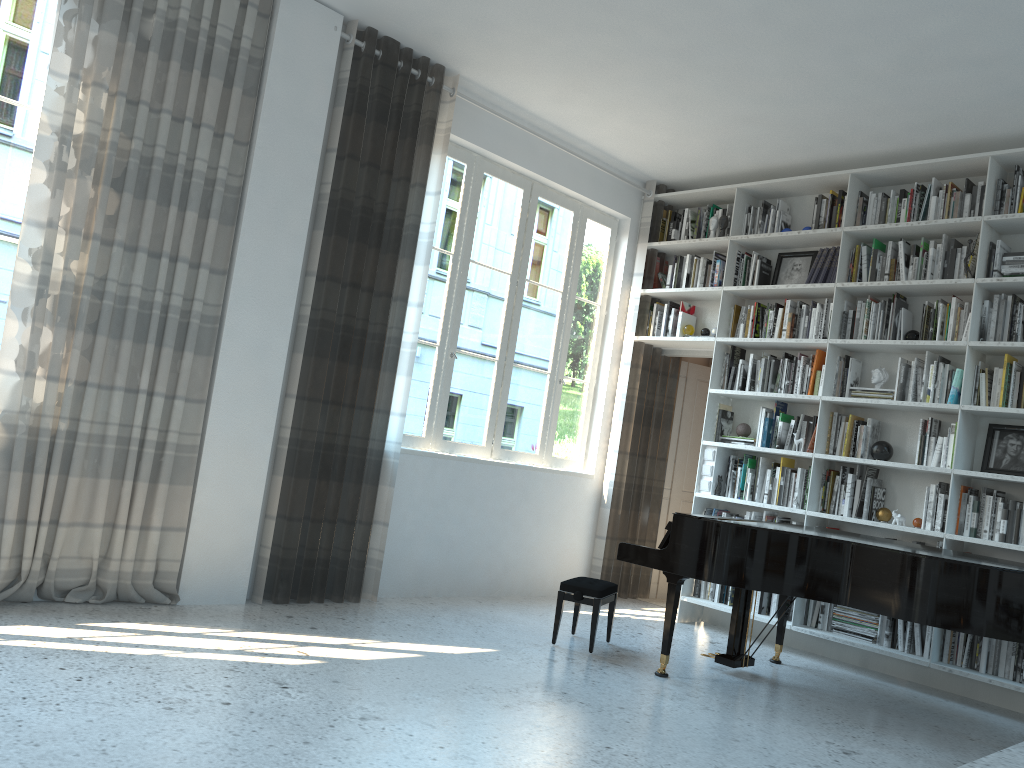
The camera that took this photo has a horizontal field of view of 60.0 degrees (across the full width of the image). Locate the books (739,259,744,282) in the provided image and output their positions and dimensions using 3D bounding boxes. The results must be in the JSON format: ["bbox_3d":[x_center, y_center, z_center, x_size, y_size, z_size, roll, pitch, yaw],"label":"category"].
[{"bbox_3d":[1.698,-0.769,6.395,0.184,0.228,0.009,12,-5,-44],"label":"books"}]

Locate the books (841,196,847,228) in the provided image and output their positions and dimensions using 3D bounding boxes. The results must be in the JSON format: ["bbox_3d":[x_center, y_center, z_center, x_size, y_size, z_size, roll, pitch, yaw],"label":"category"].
[{"bbox_3d":[2.259,-1.106,5.911,0.178,0.254,0.031,12,-5,-44],"label":"books"}]

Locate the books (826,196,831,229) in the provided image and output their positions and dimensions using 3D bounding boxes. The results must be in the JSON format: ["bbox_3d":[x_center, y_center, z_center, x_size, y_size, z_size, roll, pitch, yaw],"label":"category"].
[{"bbox_3d":[2.174,-1.117,5.992,0.157,0.263,0.010,12,-5,-44],"label":"books"}]

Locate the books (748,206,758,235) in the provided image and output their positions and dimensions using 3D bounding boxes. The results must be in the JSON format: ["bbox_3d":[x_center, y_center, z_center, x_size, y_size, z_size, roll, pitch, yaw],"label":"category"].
[{"bbox_3d":[1.770,-1.139,6.418,0.180,0.249,0.012,12,-5,-44],"label":"books"}]

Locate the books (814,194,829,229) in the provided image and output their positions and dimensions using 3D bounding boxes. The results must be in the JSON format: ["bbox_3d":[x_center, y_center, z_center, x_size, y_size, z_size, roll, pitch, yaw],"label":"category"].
[{"bbox_3d":[2.127,-1.128,6.046,0.188,0.279,0.024,12,-5,-44],"label":"books"}]

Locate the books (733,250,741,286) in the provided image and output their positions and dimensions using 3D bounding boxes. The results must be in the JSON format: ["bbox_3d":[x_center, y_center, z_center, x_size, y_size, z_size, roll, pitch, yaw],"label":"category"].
[{"bbox_3d":[1.666,-0.803,6.435,0.184,0.292,0.005,12,-5,-44],"label":"books"}]

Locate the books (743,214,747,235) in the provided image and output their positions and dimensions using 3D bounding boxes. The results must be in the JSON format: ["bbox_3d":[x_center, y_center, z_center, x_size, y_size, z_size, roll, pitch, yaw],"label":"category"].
[{"bbox_3d":[1.731,-1.119,6.457,0.142,0.204,0.017,12,-5,-44],"label":"books"}]

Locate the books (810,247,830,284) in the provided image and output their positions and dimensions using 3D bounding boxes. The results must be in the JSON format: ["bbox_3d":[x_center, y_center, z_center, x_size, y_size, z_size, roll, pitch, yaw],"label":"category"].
[{"bbox_3d":[2.108,-0.761,5.985,0.174,0.279,0.110,12,-5,-44],"label":"books"}]

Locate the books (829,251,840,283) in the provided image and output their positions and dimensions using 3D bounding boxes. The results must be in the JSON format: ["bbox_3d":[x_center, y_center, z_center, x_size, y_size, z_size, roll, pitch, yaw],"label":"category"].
[{"bbox_3d":[2.200,-0.758,5.923,0.174,0.285,0.078,12,-5,-44],"label":"books"}]

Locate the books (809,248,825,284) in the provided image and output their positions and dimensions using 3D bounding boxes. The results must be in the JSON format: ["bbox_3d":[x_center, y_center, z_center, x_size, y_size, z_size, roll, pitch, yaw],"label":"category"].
[{"bbox_3d":[2.105,-0.759,6.014,0.174,0.279,0.110,12,-5,-44],"label":"books"}]

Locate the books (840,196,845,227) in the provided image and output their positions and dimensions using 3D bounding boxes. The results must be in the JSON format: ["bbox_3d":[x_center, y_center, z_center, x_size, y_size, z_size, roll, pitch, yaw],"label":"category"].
[{"bbox_3d":[2.250,-1.108,5.939,0.152,0.260,0.022,12,-5,-44],"label":"books"}]

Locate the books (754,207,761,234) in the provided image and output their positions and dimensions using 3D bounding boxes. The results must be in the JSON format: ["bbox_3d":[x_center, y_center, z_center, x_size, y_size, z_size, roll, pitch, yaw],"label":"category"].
[{"bbox_3d":[1.802,-1.133,6.388,0.156,0.243,0.016,12,-5,-44],"label":"books"}]

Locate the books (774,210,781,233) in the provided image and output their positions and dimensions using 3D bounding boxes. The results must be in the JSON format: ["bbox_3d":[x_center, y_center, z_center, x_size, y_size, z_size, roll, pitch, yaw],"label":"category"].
[{"bbox_3d":[1.911,-1.104,6.273,0.171,0.201,0.014,12,-5,-44],"label":"books"}]

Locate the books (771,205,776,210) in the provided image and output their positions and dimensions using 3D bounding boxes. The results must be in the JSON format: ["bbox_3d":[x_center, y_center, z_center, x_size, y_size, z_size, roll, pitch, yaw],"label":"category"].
[{"bbox_3d":[1.868,-1.133,6.325,0.129,0.252,0.013,12,-5,-44],"label":"books"}]

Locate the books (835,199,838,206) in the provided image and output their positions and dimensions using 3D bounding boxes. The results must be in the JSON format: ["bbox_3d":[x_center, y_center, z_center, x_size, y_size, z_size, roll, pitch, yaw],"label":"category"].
[{"bbox_3d":[2.210,-1.107,5.997,0.129,0.254,0.013,12,-5,-44],"label":"books"}]

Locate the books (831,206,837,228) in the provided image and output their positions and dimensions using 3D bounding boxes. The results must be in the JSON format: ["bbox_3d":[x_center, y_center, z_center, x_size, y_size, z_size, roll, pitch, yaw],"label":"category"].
[{"bbox_3d":[2.202,-1.078,5.963,0.177,0.190,0.027,12,-5,-44],"label":"books"}]

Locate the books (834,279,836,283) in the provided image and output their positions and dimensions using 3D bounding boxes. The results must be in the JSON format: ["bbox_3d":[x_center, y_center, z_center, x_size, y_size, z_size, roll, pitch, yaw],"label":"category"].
[{"bbox_3d":[2.219,-0.758,5.878,0.174,0.285,0.078,12,-5,-44],"label":"books"}]

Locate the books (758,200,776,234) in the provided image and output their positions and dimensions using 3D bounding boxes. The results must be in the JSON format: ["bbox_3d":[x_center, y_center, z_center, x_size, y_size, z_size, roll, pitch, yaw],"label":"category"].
[{"bbox_3d":[1.826,-1.152,6.338,0.191,0.279,0.015,12,-5,-44],"label":"books"}]

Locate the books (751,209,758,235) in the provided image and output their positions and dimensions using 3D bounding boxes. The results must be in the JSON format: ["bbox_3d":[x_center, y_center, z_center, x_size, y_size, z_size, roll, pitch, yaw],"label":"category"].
[{"bbox_3d":[1.787,-1.126,6.394,0.177,0.225,0.013,12,-5,-44],"label":"books"}]

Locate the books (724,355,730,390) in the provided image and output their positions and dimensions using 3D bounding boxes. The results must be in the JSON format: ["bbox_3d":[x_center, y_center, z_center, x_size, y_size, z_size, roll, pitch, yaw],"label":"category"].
[{"bbox_3d":[1.583,-0.063,6.353,0.176,0.266,0.027,12,-5,-44],"label":"books"}]

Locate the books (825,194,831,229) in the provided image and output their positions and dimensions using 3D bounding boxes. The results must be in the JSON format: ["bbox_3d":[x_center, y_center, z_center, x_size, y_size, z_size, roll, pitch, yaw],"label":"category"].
[{"bbox_3d":[2.176,-1.126,6.009,0.167,0.283,0.013,12,-5,-44],"label":"books"}]

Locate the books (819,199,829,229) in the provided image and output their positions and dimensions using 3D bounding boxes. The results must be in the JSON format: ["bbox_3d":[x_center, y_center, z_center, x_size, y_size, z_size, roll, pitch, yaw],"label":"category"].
[{"bbox_3d":[2.142,-1.112,6.025,0.155,0.249,0.028,12,-5,-44],"label":"books"}]

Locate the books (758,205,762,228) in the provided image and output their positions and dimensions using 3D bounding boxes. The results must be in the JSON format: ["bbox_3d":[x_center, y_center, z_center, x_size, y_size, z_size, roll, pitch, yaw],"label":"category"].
[{"bbox_3d":[1.821,-1.141,6.365,0.154,0.260,0.016,12,-5,-44],"label":"books"}]

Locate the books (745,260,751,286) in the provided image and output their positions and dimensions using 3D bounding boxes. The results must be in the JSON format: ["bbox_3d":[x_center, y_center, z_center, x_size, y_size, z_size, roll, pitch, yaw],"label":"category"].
[{"bbox_3d":[1.731,-0.762,6.355,0.186,0.218,0.018,12,-5,-44],"label":"books"}]

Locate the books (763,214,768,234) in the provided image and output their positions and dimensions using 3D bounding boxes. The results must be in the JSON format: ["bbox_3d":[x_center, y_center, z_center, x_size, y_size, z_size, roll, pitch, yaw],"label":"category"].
[{"bbox_3d":[1.846,-1.100,6.333,0.161,0.182,0.026,12,-5,-44],"label":"books"}]

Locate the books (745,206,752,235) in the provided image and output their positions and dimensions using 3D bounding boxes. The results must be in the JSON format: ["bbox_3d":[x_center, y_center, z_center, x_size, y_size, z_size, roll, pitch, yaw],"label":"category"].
[{"bbox_3d":[1.747,-1.144,6.455,0.156,0.258,0.007,12,-5,-44],"label":"books"}]

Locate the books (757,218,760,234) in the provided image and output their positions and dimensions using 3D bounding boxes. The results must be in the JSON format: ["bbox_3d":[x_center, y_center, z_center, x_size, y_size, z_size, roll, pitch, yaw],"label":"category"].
[{"bbox_3d":[1.814,-1.106,6.382,0.146,0.192,0.014,12,-5,-44],"label":"books"}]

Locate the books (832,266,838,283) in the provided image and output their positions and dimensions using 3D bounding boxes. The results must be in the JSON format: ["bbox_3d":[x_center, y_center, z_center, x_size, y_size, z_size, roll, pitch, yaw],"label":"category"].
[{"bbox_3d":[2.213,-0.757,5.904,0.174,0.285,0.078,12,-5,-44],"label":"books"}]

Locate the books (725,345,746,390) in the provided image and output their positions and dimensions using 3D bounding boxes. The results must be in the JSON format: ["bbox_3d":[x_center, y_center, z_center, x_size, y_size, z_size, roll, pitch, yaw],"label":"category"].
[{"bbox_3d":[1.599,-0.096,6.339,0.185,0.333,0.012,12,-5,-44],"label":"books"}]

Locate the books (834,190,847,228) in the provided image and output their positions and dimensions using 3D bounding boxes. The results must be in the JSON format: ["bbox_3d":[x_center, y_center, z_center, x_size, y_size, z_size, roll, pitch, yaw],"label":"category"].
[{"bbox_3d":[2.220,-1.131,5.941,0.163,0.297,0.025,12,-5,-44],"label":"books"}]

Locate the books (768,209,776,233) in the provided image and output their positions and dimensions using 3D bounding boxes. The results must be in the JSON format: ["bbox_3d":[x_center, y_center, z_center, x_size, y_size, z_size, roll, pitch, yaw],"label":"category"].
[{"bbox_3d":[1.874,-1.114,6.291,0.173,0.213,0.021,12,-5,-44],"label":"books"}]

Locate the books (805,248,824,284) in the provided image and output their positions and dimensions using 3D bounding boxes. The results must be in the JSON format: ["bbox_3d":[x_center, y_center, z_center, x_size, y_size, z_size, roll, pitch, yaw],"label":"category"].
[{"bbox_3d":[2.083,-0.762,6.024,0.174,0.279,0.110,12,-5,-44],"label":"books"}]

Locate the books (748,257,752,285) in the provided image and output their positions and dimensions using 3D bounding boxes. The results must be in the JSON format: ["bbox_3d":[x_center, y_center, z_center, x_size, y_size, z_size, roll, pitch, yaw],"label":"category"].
[{"bbox_3d":[1.748,-0.772,6.355,0.153,0.243,0.019,12,-5,-44],"label":"books"}]

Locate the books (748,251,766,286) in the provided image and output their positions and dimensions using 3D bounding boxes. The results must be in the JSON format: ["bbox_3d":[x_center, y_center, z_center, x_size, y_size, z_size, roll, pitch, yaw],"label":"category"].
[{"bbox_3d":[1.758,-0.790,6.347,0.191,0.281,0.005,12,-5,-44],"label":"books"}]

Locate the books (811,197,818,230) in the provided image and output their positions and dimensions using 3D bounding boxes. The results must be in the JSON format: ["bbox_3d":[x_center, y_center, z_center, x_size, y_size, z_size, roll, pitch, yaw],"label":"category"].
[{"bbox_3d":[2.107,-1.127,6.091,0.151,0.277,0.013,12,-5,-44],"label":"books"}]

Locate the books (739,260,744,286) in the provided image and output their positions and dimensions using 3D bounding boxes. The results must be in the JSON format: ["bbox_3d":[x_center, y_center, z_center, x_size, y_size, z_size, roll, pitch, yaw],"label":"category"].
[{"bbox_3d":[1.694,-0.763,6.383,0.186,0.214,0.004,12,-5,-44],"label":"books"}]

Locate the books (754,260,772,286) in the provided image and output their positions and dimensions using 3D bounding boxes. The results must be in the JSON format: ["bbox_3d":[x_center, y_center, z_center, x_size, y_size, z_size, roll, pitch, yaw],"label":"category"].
[{"bbox_3d":[1.784,-0.756,6.299,0.185,0.214,0.012,12,-5,-44],"label":"books"}]

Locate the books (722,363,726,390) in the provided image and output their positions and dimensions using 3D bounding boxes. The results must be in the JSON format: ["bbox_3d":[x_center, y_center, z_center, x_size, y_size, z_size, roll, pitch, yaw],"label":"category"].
[{"bbox_3d":[1.575,-0.034,6.379,0.155,0.209,0.026,12,-5,-44],"label":"books"}]

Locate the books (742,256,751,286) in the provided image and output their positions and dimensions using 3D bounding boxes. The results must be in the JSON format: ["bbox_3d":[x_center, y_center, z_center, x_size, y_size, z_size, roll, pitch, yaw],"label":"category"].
[{"bbox_3d":[1.713,-0.777,6.369,0.189,0.246,0.004,12,-5,-44],"label":"books"}]

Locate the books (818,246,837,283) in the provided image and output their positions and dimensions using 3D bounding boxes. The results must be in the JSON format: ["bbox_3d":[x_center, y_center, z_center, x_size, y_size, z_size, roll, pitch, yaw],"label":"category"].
[{"bbox_3d":[2.144,-0.761,5.946,0.174,0.282,0.097,12,-5,-44],"label":"books"}]

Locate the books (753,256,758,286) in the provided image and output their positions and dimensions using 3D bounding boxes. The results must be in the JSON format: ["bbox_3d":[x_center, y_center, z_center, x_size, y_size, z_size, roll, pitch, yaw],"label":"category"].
[{"bbox_3d":[1.777,-0.773,6.323,0.168,0.249,0.011,12,-5,-44],"label":"books"}]

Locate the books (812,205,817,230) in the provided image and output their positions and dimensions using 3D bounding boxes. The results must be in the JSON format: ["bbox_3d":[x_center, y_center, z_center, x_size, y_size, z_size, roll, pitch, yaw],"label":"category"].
[{"bbox_3d":[2.108,-1.099,6.066,0.153,0.218,0.028,12,-5,-44],"label":"books"}]

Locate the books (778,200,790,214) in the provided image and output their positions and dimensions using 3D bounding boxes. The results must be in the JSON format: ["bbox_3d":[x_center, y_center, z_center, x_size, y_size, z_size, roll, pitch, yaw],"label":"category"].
[{"bbox_3d":[1.920,-1.147,6.298,0.131,0.293,0.015,12,-5,-44],"label":"books"}]

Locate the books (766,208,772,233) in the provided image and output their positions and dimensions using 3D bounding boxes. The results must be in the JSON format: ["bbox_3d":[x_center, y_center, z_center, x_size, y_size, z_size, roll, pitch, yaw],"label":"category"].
[{"bbox_3d":[1.868,-1.117,6.308,0.181,0.219,0.013,12,-5,-44],"label":"books"}]

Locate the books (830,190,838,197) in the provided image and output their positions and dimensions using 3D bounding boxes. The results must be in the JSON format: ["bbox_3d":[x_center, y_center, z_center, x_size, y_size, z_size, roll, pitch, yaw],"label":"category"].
[{"bbox_3d":[2.181,-1.142,6.030,0.137,0.320,0.014,12,-5,-44],"label":"books"}]

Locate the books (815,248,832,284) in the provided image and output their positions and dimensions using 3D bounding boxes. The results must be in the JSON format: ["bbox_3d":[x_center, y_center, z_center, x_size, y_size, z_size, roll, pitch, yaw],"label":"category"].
[{"bbox_3d":[2.137,-0.757,5.981,0.174,0.279,0.110,12,-5,-44],"label":"books"}]

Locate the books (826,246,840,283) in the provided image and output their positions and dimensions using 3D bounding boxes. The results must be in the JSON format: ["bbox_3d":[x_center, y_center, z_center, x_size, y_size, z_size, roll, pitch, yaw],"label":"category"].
[{"bbox_3d":[2.181,-0.759,5.936,0.174,0.285,0.078,12,-5,-44],"label":"books"}]

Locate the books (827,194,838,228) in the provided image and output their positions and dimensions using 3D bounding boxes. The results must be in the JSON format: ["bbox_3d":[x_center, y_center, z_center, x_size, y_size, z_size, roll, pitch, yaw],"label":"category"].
[{"bbox_3d":[2.183,-1.122,5.985,0.184,0.274,0.011,12,-5,-44],"label":"books"}]

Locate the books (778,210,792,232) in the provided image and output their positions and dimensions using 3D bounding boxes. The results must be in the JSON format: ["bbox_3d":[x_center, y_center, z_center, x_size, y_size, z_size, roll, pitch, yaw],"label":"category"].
[{"bbox_3d":[1.928,-1.106,6.271,0.136,0.210,0.013,12,-5,-44],"label":"books"}]

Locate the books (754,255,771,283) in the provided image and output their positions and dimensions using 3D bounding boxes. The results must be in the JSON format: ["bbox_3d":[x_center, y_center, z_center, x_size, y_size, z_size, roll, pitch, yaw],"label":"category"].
[{"bbox_3d":[1.784,-0.775,6.314,0.166,0.254,0.012,12,-5,-44],"label":"books"}]

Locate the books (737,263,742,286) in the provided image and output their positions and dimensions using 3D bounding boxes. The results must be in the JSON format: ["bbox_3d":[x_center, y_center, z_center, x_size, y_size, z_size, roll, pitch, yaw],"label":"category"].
[{"bbox_3d":[1.686,-0.756,6.424,0.172,0.206,0.015,12,-5,-44],"label":"books"}]

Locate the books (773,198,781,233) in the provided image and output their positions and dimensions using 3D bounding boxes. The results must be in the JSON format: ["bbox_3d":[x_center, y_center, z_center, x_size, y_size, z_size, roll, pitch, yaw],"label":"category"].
[{"bbox_3d":[1.905,-1.154,6.298,0.145,0.301,0.007,12,-5,-44],"label":"books"}]

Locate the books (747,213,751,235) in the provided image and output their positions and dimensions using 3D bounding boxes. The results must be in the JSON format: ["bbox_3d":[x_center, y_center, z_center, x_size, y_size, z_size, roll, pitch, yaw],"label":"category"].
[{"bbox_3d":[1.757,-1.119,6.439,0.158,0.210,0.032,12,-5,-44],"label":"books"}]

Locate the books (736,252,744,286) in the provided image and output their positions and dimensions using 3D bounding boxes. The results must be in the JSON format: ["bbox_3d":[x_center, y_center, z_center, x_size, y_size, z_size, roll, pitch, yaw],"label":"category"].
[{"bbox_3d":[1.682,-0.797,6.432,0.148,0.287,0.006,12,-5,-44],"label":"books"}]

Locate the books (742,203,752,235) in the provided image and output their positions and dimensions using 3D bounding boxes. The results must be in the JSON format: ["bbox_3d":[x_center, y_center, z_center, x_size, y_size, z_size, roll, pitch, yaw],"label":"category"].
[{"bbox_3d":[1.734,-1.158,6.474,0.159,0.285,0.007,12,-5,-44],"label":"books"}]

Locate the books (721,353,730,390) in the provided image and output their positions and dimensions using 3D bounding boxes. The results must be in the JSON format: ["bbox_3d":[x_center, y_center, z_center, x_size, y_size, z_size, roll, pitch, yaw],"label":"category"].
[{"bbox_3d":[1.573,-0.071,6.402,0.159,0.285,0.012,12,-5,-44],"label":"books"}]

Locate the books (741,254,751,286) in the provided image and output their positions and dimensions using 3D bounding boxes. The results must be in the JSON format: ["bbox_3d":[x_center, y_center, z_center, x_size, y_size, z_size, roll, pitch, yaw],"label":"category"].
[{"bbox_3d":[1.712,-0.783,6.390,0.184,0.260,0.009,12,-5,-44],"label":"books"}]

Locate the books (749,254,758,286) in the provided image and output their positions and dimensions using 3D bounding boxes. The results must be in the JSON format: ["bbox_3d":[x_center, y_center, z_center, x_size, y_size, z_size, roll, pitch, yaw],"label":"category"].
[{"bbox_3d":[1.759,-0.779,6.329,0.183,0.258,0.023,12,-5,-44],"label":"books"}]
